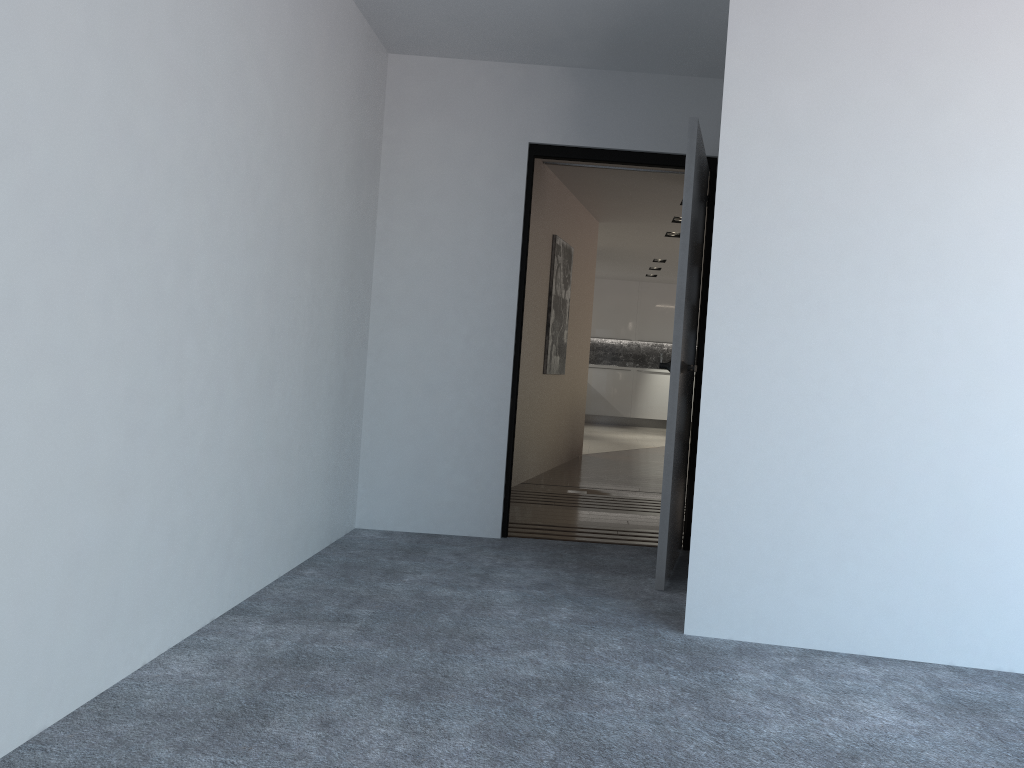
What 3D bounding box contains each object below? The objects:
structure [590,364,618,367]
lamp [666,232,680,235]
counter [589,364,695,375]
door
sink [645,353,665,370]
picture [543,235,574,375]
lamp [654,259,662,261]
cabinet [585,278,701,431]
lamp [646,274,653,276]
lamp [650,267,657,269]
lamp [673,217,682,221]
[{"bbox_3d":[1.532,-0.330,15.272,0.623,0.011,0.568,4,1,2],"label":"structure"},{"bbox_3d":[1.830,-1.726,9.995,0.186,0.077,0.168,3,1,-33],"label":"lamp"},{"bbox_3d":[2.266,-0.226,14.294,4.027,0.041,2.696,4,1,1],"label":"counter"},{"bbox_3d":[0.474,-0.186,4.244,0.999,2.093,0.981,4,1,2],"label":"door"},{"bbox_3d":[2.747,-0.259,15.287,1.152,0.520,0.509,4,1,0],"label":"sink"},{"bbox_3d":[0.414,-0.665,7.705,0.028,1.165,0.768,4,1,15],"label":"picture"},{"bbox_3d":[2.070,-1.765,12.363,0.182,0.077,0.172,4,1,-15],"label":"lamp"},{"bbox_3d":[3.638,-0.377,13.431,6.916,2.500,4.454,4,1,1],"label":"cabinet"},{"bbox_3d":[2.263,-1.796,14.298,0.185,0.077,0.169,4,1,-27],"label":"lamp"},{"bbox_3d":[2.166,-1.781,13.332,0.182,0.077,0.172,4,1,-15],"label":"lamp"},{"bbox_3d":[1.733,-1.710,9.023,0.178,0.077,0.175,4,1,-3],"label":"lamp"}]
